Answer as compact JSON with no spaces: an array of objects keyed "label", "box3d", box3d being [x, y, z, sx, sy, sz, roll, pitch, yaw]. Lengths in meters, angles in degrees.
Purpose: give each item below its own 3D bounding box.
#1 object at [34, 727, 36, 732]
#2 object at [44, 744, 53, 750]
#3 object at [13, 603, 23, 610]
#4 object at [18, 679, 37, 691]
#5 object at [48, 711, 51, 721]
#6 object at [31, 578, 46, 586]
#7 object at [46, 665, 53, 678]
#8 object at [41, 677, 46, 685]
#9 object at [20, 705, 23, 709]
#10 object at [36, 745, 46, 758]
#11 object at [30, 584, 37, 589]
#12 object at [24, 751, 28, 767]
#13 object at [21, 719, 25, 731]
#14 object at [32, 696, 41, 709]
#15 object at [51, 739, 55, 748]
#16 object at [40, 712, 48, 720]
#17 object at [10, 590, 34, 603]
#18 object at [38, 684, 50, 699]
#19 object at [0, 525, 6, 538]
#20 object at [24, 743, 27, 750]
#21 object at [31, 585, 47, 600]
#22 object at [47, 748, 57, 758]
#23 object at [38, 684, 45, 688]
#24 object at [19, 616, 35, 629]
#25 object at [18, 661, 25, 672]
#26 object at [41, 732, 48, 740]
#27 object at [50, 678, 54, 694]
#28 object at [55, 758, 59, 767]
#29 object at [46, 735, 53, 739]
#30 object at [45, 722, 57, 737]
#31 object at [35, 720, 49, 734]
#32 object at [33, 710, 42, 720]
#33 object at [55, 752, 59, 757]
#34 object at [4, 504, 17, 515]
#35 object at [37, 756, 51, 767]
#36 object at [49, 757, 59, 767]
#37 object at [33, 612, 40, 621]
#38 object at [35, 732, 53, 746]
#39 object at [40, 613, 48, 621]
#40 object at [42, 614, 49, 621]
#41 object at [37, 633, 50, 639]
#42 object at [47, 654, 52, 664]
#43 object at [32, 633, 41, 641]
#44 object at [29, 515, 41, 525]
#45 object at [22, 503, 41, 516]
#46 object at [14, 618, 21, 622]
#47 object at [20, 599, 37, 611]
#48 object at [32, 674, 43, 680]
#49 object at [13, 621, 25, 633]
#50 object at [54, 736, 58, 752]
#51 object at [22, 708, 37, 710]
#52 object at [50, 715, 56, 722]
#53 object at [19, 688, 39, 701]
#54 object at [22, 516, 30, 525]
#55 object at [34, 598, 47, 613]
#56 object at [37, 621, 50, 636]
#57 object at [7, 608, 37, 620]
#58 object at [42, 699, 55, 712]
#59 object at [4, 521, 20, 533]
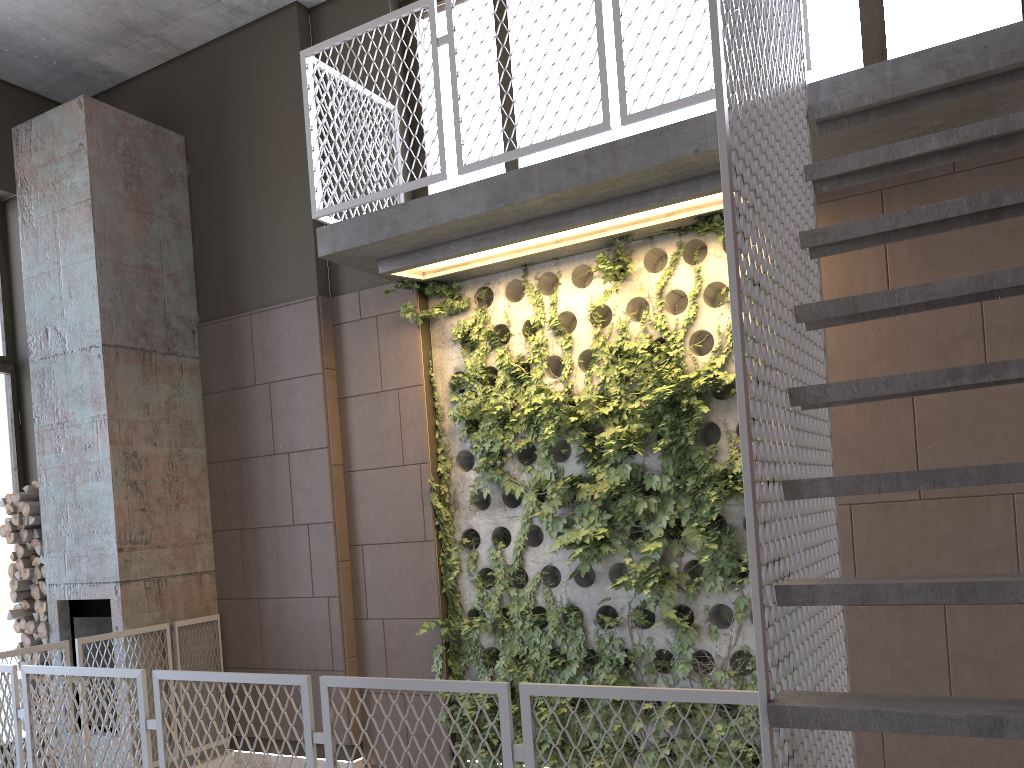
[{"label":"object","box3d":[-3.361,2.508,6.476,0.089,0.056,0.333,-7,-9,28]},{"label":"object","box3d":[-3.272,2.667,6.513,0.102,0.086,0.364,-7,-8,28]},{"label":"object","box3d":[-3.517,1.649,6.550,0.122,0.067,0.365,-8,-9,28]},{"label":"object","box3d":[-3.387,2.175,6.468,0.094,0.083,0.481,-7,-8,28]},{"label":"object","box3d":[-3.174,2.384,6.408,0.068,0.066,0.424,-7,-8,30]},{"label":"object","box3d":[-3.325,1.427,6.408,0.089,0.056,0.333,-8,-9,29]},{"label":"object","box3d":[-3.160,2.050,6.384,0.094,0.083,0.481,-7,-8,29]},{"label":"object","box3d":[-3.273,2.139,6.410,0.089,0.056,0.333,-8,-9,29]},{"label":"object","box3d":[-3.465,2.361,6.552,0.122,0.067,0.365,-8,-9,28]},{"label":"object","box3d":[-3.351,2.690,6.528,0.093,0.093,0.438,-6,-8,28]},{"label":"object","box3d":[-3.362,1.476,6.460,0.065,0.074,0.360,-6,-8,30]},{"label":"object","box3d":[-3.463,2.751,6.544,0.064,0.124,0.365,-5,-7,27]},{"label":"object","box3d":[-3.446,2.504,6.581,0.092,0.091,0.438,-7,-8,30]},{"label":"object","box3d":[-3.363,2.336,6.537,0.115,0.079,0.436,-7,-9,29]},{"label":"object","box3d":[-3.166,2.576,6.408,0.067,0.084,0.426,-6,-8,26]},{"label":"object","box3d":[-3.244,2.397,6.448,0.067,0.067,0.424,-7,-8,30]},{"label":"object","box3d":[-3.481,1.555,6.523,0.091,0.089,0.456,-7,-8,31]},{"label":"object","box3d":[-3.278,2.210,6.381,0.099,0.106,0.295,-6,-7,28]},{"label":"object","box3d":[-3.575,1.084,6.523,0.092,0.091,0.438,-6,-8,28]},{"label":"object","box3d":[-3.458,2.627,6.455,0.045,0.072,0.252,-5,-7,28]},{"label":"object","box3d":[-3.330,1.498,6.379,0.099,0.106,0.295,-6,-7,28]},{"label":"object","box3d":[-3.188,2.664,6.454,0.115,0.079,0.436,-7,-9,28]},{"label":"object","box3d":[-3.310,2.188,6.463,0.065,0.074,0.360,-6,-8,30]},{"label":"object","box3d":[-3.423,1.751,6.539,0.091,0.089,0.456,-7,-8,30]},{"label":"object","box3d":[-3.477,2.073,6.589,0.080,0.106,0.438,-6,-8,29]},{"label":"object","box3d":[-3.293,2.541,6.469,0.065,0.074,0.360,-6,-8,27]},{"label":"object","box3d":[-3.151,2.155,6.344,0.064,0.124,0.365,-5,-7,30]},{"label":"object","box3d":[-3.097,2.713,6.395,0.092,0.091,0.438,-6,-8,28]},{"label":"object","box3d":[-3.207,2.514,6.415,0.123,0.067,0.364,-8,-9,30]},{"label":"object","box3d":[-3.184,2.448,6.295,0.101,0.102,0.293,-6,-8,28]},{"label":"object","box3d":[-3.269,2.467,6.445,0.091,0.089,0.457,-6,-8,27]},{"label":"object","box3d":[-3.311,2.397,6.483,0.094,0.083,0.481,-7,-8,29]},{"label":"object","box3d":[-3.132,2.627,6.399,0.072,0.072,0.424,-6,-8,28]},{"label":"object","box3d":[-3.494,0.918,6.459,0.113,0.079,0.436,-7,-9,28]},{"label":"object","box3d":[-3.252,2.743,6.466,0.094,0.083,0.481,-7,-8,28]},{"label":"object","box3d":[-3.170,2.733,6.441,0.091,0.089,0.456,-6,-8,28]},{"label":"object","box3d":[-3.296,1.685,6.446,0.067,0.067,0.424,-7,-8,30]},{"label":"object","box3d":[-3.375,2.581,6.452,0.099,0.106,0.295,-6,-7,30]},{"label":"object","box3d":[-3.226,1.672,6.406,0.068,0.066,0.424,-7,-8,30]},{"label":"object","box3d":[-3.235,1.660,6.288,0.063,0.047,0.251,-7,-8,28]},{"label":"object","box3d":[-3.260,1.802,6.413,0.123,0.067,0.364,-8,-9,30]},{"label":"object","box3d":[-3.160,1.974,6.408,0.115,0.079,0.436,-7,-9,28]},{"label":"object","box3d":[-3.345,1.829,6.466,0.065,0.074,0.360,-6,-8,27]},{"label":"object","box3d":[-3.285,0.980,6.371,0.067,0.067,0.424,-6,-8,28]},{"label":"object","box3d":[-3.330,0.907,6.385,0.094,0.092,0.438,-6,-8,28]},{"label":"object","box3d":[-3.493,1.721,6.553,0.067,0.084,0.426,-6,-8,31]},{"label":"object","box3d":[-3.415,1.624,6.535,0.115,0.079,0.436,-7,-9,29]},{"label":"object","box3d":[-3.323,2.096,6.456,0.115,0.079,0.436,-7,-9,28]},{"label":"object","box3d":[-3.499,1.792,6.578,0.092,0.091,0.438,-7,-8,30]},{"label":"object","box3d":[-3.122,2.555,6.345,0.064,0.124,0.365,-5,-7,30]},{"label":"object","box3d":[-3.432,2.384,6.453,0.072,0.072,0.424,-6,-8,30]},{"label":"object","box3d":[-3.183,2.373,6.290,0.063,0.047,0.251,-7,-8,28]},{"label":"object","box3d":[-3.429,2.267,6.525,0.091,0.089,0.456,-7,-8,31]},{"label":"object","box3d":[-3.355,0.992,6.410,0.068,0.066,0.424,-6,-8,28]},{"label":"object","box3d":[-3.266,1.601,6.433,0.093,0.093,0.438,-7,-8,30]},{"label":"object","box3d":[-3.236,1.736,6.292,0.101,0.102,0.293,-6,-8,28]},{"label":"object","box3d":[-3.484,1.672,6.450,0.072,0.072,0.424,-6,-8,30]},{"label":"object","box3d":[-3.214,2.313,6.435,0.093,0.093,0.438,-7,-8,30]},{"label":"object","box3d":[-3.503,1.047,6.476,0.091,0.089,0.456,-6,-8,28]}]
